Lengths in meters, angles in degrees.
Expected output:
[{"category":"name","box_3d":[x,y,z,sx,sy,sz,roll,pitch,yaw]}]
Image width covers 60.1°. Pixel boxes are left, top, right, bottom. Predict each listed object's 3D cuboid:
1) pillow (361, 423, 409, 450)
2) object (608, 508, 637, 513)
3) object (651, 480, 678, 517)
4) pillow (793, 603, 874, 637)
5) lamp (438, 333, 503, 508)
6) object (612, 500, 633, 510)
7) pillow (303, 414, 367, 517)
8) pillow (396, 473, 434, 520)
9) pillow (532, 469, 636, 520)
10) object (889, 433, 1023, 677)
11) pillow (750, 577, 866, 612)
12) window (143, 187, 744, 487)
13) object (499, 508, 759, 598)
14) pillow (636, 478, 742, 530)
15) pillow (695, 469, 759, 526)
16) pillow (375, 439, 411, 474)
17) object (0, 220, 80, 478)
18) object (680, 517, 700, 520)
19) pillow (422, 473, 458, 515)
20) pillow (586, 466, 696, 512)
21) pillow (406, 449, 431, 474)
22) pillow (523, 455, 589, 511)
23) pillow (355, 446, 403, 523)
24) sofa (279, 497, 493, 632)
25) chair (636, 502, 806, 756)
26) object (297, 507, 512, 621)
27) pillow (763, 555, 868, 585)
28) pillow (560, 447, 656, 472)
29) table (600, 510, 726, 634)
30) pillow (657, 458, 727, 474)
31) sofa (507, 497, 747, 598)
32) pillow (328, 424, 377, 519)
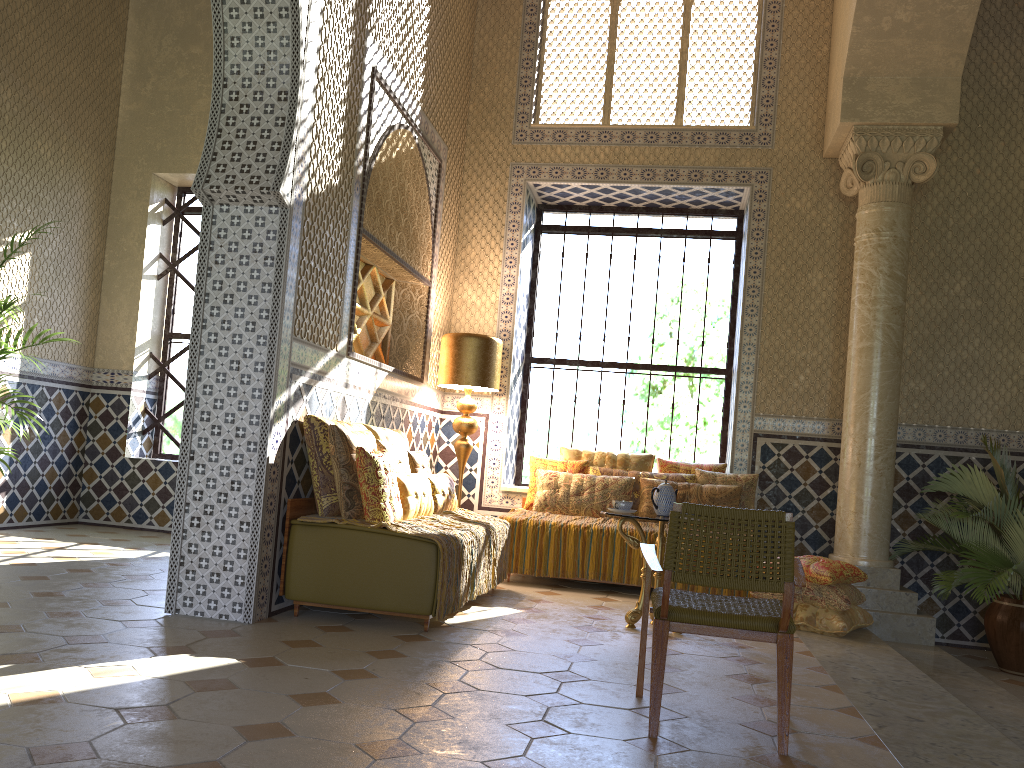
[{"category":"pillow","box_3d":[-1.233,0.844,8.825,0.422,0.830,1.197,4,-4,11]},{"category":"object","box_3d":[0.974,1.125,7.848,0.256,0.032,0.256,6,-5,-11]},{"category":"object","box_3d":[1.346,1.008,7.826,0.273,0.323,0.199,5,-3,0]},{"category":"pillow","box_3d":[2.912,2.248,8.668,0.990,0.367,1.047,1,-6,35]},{"category":"lamp","box_3d":[-0.588,0.831,10.608,0.738,2.808,0.737,5,-2,-20]},{"category":"object","box_3d":[0.978,1.088,7.849,0.184,0.100,0.183,5,-4,-8]},{"category":"pillow","box_3d":[-1.443,0.722,7.648,0.422,0.830,1.197,4,-4,11]},{"category":"pillow","box_3d":[-0.910,1.029,7.980,0.271,0.449,0.986,4,-5,11]},{"category":"pillow","box_3d":[0.842,1.322,10.457,1.190,0.545,0.330,4,-3,10]},{"category":"object","box_3d":[5.390,1.709,9.000,2.642,2.497,2.170,5,-3,-3]},{"category":"pillow","box_3d":[2.908,2.046,8.668,0.930,0.346,0.884,2,-5,31]},{"category":"window","box_3d":[-1.247,-0.650,12.273,8.479,3.983,0.575,4,-2,7]},{"category":"object","box_3d":[1.316,1.906,10.252,2.883,0.716,1.319,4,-4,11]},{"category":"pillow","box_3d":[2.044,1.401,10.238,1.190,0.545,0.330,4,-3,10]},{"category":"pillow","box_3d":[2.505,1.367,10.400,0.740,0.692,0.341,4,-3,11]},{"category":"pillow","box_3d":[-1.086,0.869,8.107,0.340,0.691,0.743,4,-4,11]},{"category":"object","box_3d":[-5.603,-0.112,8.717,2.254,3.545,2.763,4,-3,14]},{"category":"object","box_3d":[1.480,1.133,7.469,0.255,0.032,0.257,4,-5,7]},{"category":"pillow","box_3d":[-0.745,1.125,8.901,0.271,0.449,0.986,4,-5,11]},{"category":"pillow","box_3d":[1.519,1.331,10.558,1.340,0.614,0.371,4,-3,10]},{"category":"pillow","box_3d":[-0.947,0.980,8.896,0.313,0.636,0.684,4,-4,11]},{"category":"pillow","box_3d":[0.536,1.238,10.759,0.740,0.692,0.341,4,-3,11]},{"category":"pillow","box_3d":[-1.065,0.850,7.200,0.344,0.650,0.687,4,-4,10]},{"category":"sofa","box_3d":[-0.912,1.545,8.144,1.272,0.935,2.861,4,-5,10]},{"category":"chair","box_3d":[1.151,1.271,4.931,0.950,1.207,0.910,4,-3,10]},{"category":"object","box_3d":[-0.854,1.539,8.121,1.313,0.716,2.897,4,-5,11]},{"category":"pillow","box_3d":[2.940,1.839,8.664,0.803,0.310,0.750,0,-6,44]},{"category":"pillow","box_3d":[1.131,1.220,10.876,1.191,0.831,0.423,4,-3,10]},{"category":"table","box_3d":[1.282,1.650,7.766,1.099,0.978,1.105,2,-5,40]},{"category":"pillow","box_3d":[2.155,1.322,10.747,0.855,0.799,0.394,4,-3,11]},{"category":"sofa","box_3d":[1.365,1.924,10.307,2.847,0.935,1.278,4,-4,10]},{"category":"pillow","box_3d":[-1.289,0.753,7.391,0.383,0.778,0.837,4,-4,11]}]
